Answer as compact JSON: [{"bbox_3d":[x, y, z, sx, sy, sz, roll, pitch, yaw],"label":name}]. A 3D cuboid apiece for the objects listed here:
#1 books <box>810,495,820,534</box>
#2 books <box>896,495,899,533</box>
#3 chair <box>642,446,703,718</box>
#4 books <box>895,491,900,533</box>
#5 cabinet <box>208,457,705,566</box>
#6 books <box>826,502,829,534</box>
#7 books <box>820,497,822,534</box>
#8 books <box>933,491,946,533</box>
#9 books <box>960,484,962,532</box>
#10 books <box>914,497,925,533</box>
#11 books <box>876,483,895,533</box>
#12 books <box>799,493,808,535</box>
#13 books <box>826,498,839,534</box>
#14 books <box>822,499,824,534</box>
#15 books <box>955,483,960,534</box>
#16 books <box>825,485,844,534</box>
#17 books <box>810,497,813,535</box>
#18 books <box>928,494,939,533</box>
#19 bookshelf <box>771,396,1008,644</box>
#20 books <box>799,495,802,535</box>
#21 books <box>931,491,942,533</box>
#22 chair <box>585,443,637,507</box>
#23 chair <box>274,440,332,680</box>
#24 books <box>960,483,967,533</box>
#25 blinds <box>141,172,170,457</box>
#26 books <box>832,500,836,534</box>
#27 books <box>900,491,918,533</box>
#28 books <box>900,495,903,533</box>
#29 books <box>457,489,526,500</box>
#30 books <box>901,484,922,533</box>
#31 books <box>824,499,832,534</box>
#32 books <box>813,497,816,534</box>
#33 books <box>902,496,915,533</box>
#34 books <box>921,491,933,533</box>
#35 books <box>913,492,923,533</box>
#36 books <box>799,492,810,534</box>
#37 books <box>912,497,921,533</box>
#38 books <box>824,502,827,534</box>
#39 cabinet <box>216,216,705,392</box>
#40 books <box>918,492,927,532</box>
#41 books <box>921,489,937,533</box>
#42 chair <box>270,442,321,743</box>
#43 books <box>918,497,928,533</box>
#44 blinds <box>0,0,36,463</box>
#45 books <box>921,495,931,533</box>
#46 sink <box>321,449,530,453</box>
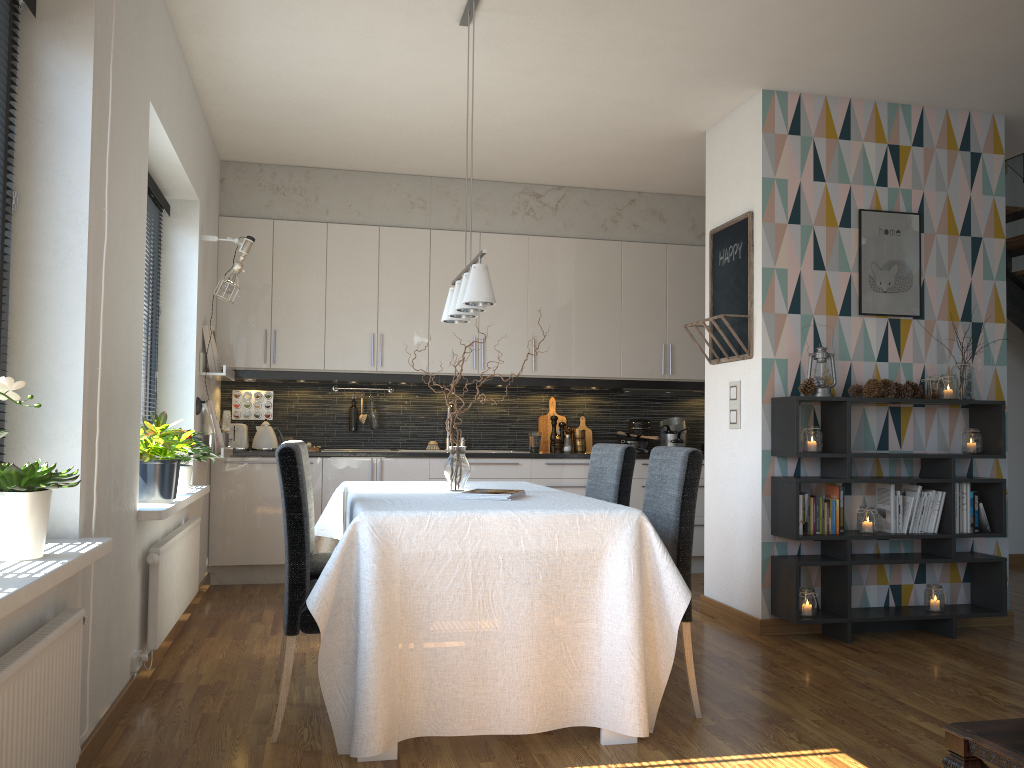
[{"bbox_3d":[1.496,0.651,4.436,0.021,0.187,0.121,1,-3,-13],"label":"books"},{"bbox_3d":[1.936,0.660,4.530,0.011,0.190,0.119,1,-3,-13],"label":"books"},{"bbox_3d":[0.396,0.716,3.352,0.545,0.959,0.462,1,-2,-8],"label":"chair"},{"bbox_3d":[1.945,0.650,4.539,0.010,0.211,0.118,1,-2,-13],"label":"books"},{"bbox_3d":[0.133,0.863,6.116,4.223,0.690,0.040,1,-2,-13],"label":"cabinet"},{"bbox_3d":[1.554,0.667,4.435,0.013,0.155,0.100,1,-3,-13],"label":"books"},{"bbox_3d":[1.514,0.654,4.438,0.015,0.181,0.116,1,-3,-13],"label":"books"},{"bbox_3d":[2.159,0.655,4.558,0.067,0.210,0.136,1,-3,-13],"label":"books"},{"bbox_3d":[2.282,0.641,4.624,0.019,0.250,0.159,1,-3,-13],"label":"books"},{"bbox_3d":[2.052,0.665,4.537,0.058,0.185,0.119,1,-3,-13],"label":"books"},{"bbox_3d":[1.909,0.632,4.532,0.021,0.245,0.131,1,-2,-13],"label":"books"},{"bbox_3d":[1.427,0.643,4.418,0.032,0.199,0.123,1,-3,-13],"label":"books"},{"bbox_3d":[1.604,0.661,4.441,0.012,0.170,0.096,1,-2,-13],"label":"books"},{"bbox_3d":[1.529,0.658,4.433,0.012,0.174,0.099,1,-2,-13],"label":"books"},{"bbox_3d":[2.234,0.629,4.569,0.048,0.265,0.161,1,-3,-13],"label":"books"},{"bbox_3d":[1.624,0.630,4.463,0.029,0.235,0.127,1,-2,-13],"label":"books"},{"bbox_3d":[1.465,0.653,4.421,0.015,0.181,0.116,1,-3,-13],"label":"books"},{"bbox_3d":[2.127,0.661,4.568,0.067,0.200,0.129,1,-3,-13],"label":"books"},{"bbox_3d":[1.920,0.677,4.513,1.190,1.200,0.237,1,-2,-13],"label":"bookshelf"},{"bbox_3d":[1.399,0.645,4.409,0.025,0.194,0.126,1,-3,-13],"label":"books"},{"bbox_3d":[2.144,0.655,4.568,0.067,0.210,0.136,1,-3,-13],"label":"books"},{"bbox_3d":[0.242,0.750,4.039,0.545,0.959,0.462,1,-2,-13],"label":"chair"},{"bbox_3d":[-0.719,0.727,3.824,0.545,0.959,0.462,1,-2,-8],"label":"chair"},{"bbox_3d":[2.301,0.633,4.615,0.015,0.264,0.167,1,-3,-13],"label":"books"},{"bbox_3d":[-1.827,-0.297,4.481,0.049,1.421,0.711,1,-2,-13],"label":"blinds"},{"bbox_3d":[1.587,0.663,4.437,0.022,0.165,0.096,1,-2,-13],"label":"books"},{"bbox_3d":[2.006,0.652,4.526,0.063,0.206,0.118,1,-2,-13],"label":"books"},{"bbox_3d":[1.956,0.661,4.536,0.010,0.188,0.119,1,-3,-13],"label":"books"},{"bbox_3d":[-0.071,0.419,3.374,0.204,0.022,0.278,0,-3,14],"label":"books"},{"bbox_3d":[2.023,0.637,4.538,0.081,0.242,0.131,1,-2,-13],"label":"books"},{"bbox_3d":[1.567,0.661,4.439,0.014,0.169,0.109,1,-3,-13],"label":"books"},{"bbox_3d":[1.479,0.653,4.426,0.015,0.181,0.116,1,-3,-13],"label":"books"},{"bbox_3d":[1.992,0.665,4.526,0.058,0.184,0.119,1,-3,-13],"label":"books"},{"bbox_3d":[2.094,0.655,4.565,0.067,0.210,0.136,1,-3,-13],"label":"books"},{"bbox_3d":[2.041,0.654,4.553,0.067,0.210,0.136,1,-3,-13],"label":"books"},{"bbox_3d":[1.450,0.642,4.424,0.014,0.203,0.115,1,-2,-13],"label":"books"},{"bbox_3d":[2.029,0.665,4.539,0.058,0.184,0.119,1,-3,-13],"label":"books"},{"bbox_3d":[1.542,0.667,4.431,0.013,0.155,0.100,1,-3,-13],"label":"books"},{"bbox_3d":[0.068,-0.518,6.525,4.236,1.069,0.458,1,-2,-13],"label":"cabinet"},{"bbox_3d":[2.063,0.655,4.546,0.063,0.206,0.118,1,-2,-13],"label":"books"},{"bbox_3d":[2.111,0.651,4.569,0.077,0.217,0.134,1,-3,-13],"label":"books"},{"bbox_3d":[-0.565,0.692,3.138,0.545,0.959,0.462,1,-2,-13],"label":"chair"},{"bbox_3d":[2.070,0.666,4.543,0.058,0.184,0.119,1,-3,-13],"label":"books"},{"bbox_3d":[-1.299,-0.416,2.128,0.049,1.421,0.711,1,-2,-13],"label":"blinds"},{"bbox_3d":[2.081,0.663,4.552,0.063,0.192,0.124,1,-3,-13],"label":"books"},{"bbox_3d":[-0.618,0.553,6.233,1.421,0.168,0.475,1,-3,-13],"label":"sink"}]
